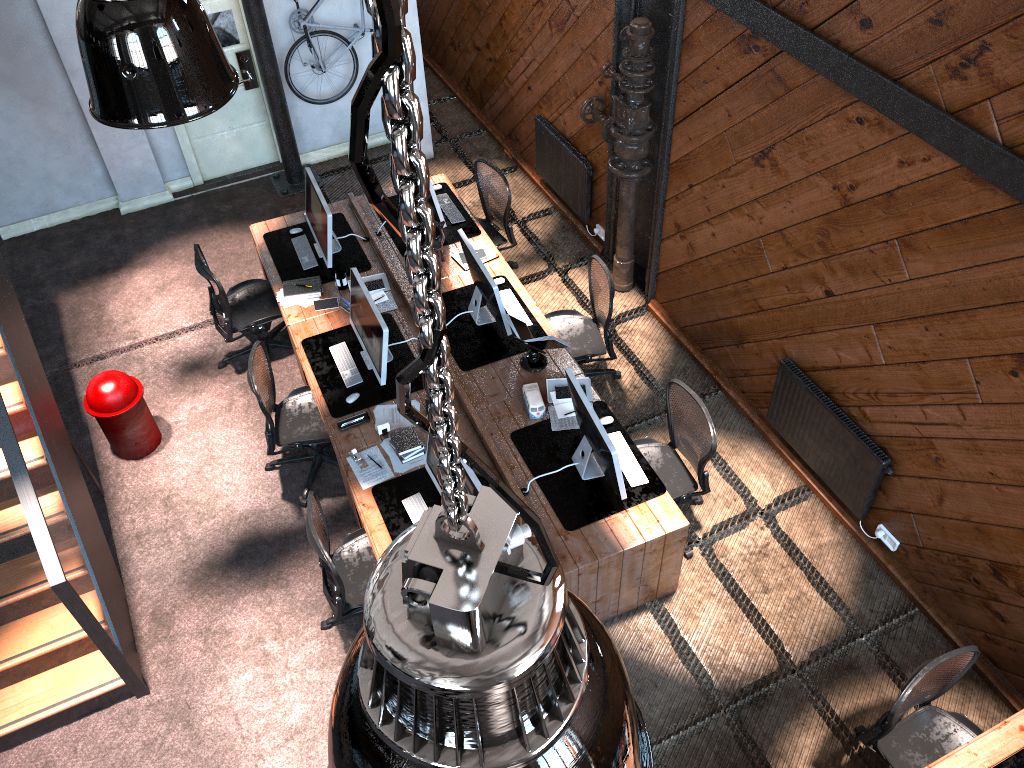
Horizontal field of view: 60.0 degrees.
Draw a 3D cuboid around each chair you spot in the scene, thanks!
[{"bbox_3d":[-0.860,1.059,5.331,0.792,1.085,0.770,-29,52,-23],"label":"chair"},{"bbox_3d":[-2.096,-0.662,7.041,0.770,1.085,0.792,33,56,29],"label":"chair"},{"bbox_3d":[-1.444,0.187,6.196,0.792,1.085,0.770,-21,49,-17],"label":"chair"},{"bbox_3d":[-0.300,-1.277,7.544,0.770,1.085,0.792,33,56,29],"label":"chair"},{"bbox_3d":[0.944,0.569,5.713,0.792,1.085,0.770,-29,52,-23],"label":"chair"},{"bbox_3d":[2.164,1.833,4.442,0.792,1.085,0.770,33,56,29],"label":"chair"},{"bbox_3d":[0.462,-0.357,6.625,0.792,1.085,0.770,-21,49,-17],"label":"chair"}]

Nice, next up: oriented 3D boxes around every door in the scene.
[{"bbox_3d":[-2.873,-3.001,8.502,1.013,2.268,0.064,-20,49,-16],"label":"door"}]

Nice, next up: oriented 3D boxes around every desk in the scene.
[{"bbox_3d":[-0.563,-0.027,6.528,1.748,0.840,4.117,-19,48,-15],"label":"desk"},{"bbox_3d":[1.400,2.945,3.583,4.117,0.840,1.748,-20,49,-16],"label":"desk"}]

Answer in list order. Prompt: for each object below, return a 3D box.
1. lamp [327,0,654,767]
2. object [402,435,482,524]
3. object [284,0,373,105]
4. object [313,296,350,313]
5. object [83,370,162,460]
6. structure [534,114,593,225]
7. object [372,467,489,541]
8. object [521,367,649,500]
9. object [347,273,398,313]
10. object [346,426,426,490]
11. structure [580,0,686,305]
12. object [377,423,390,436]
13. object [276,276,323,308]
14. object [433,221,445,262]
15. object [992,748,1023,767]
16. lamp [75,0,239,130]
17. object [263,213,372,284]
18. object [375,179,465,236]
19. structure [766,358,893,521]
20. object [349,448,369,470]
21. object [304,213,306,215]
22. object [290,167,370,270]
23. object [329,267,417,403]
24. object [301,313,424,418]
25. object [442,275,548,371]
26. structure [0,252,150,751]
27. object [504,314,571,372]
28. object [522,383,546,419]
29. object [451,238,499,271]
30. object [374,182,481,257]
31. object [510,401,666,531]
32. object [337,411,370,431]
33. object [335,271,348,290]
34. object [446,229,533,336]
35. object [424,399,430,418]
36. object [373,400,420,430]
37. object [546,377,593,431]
[{"bbox_3d":[-0.072,-0.287,0.366,0.445,2.372,0.445,15,49,16],"label":"lamp"},{"bbox_3d":[-0.294,0.575,5.097,0.610,0.573,0.714,-21,49,-17],"label":"object"},{"bbox_3d":[-1.659,-3.490,8.230,0.655,1.846,1.022,30,54,27],"label":"object"},{"bbox_3d":[-1.300,-0.594,6.592,0.347,0.083,0.129,8,47,11],"label":"object"},{"bbox_3d":[-2.858,0.204,6.495,0.414,0.707,0.414,14,48,15],"label":"object"},{"bbox_3d":[0.476,-1.980,8.227,0.073,0.628,1.064,-20,49,-16],"label":"structure"},{"bbox_3d":[-0.388,0.801,5.264,0.687,0.008,0.848,-19,48,-15],"label":"object"},{"bbox_3d":[0.516,0.331,5.296,0.663,0.578,0.811,21,51,22],"label":"object"},{"bbox_3d":[-1.059,-0.679,6.698,0.304,0.017,0.467,-15,47,-11],"label":"object"},{"bbox_3d":[-0.780,0.434,5.571,0.478,0.098,0.319,-22,49,-17],"label":"object"},{"bbox_3d":[0.940,-1.916,6.963,0.500,2.745,1.003,-16,48,-12],"label":"structure"},{"bbox_3d":[-0.824,0.293,5.710,0.076,0.102,0.034,-20,48,-16],"label":"object"},{"bbox_3d":[-1.619,-0.707,6.728,0.363,0.065,0.325,-2,46,1],"label":"object"},{"bbox_3d":[-0.591,-1.104,6.864,0.229,0.351,0.135,-22,49,-17],"label":"object"},{"bbox_3d":[2.552,1.971,3.999,0.848,0.008,0.687,-21,49,-16],"label":"object"},{"bbox_3d":[-1.100,-1.711,1.853,0.445,2.372,0.445,-4,46,-1],"label":"lamp"},{"bbox_3d":[-1.570,-1.066,7.111,0.687,0.008,0.848,-19,48,-15],"label":"object"},{"bbox_3d":[-0.697,-1.601,7.206,0.648,0.576,0.799,14,48,15],"label":"object"},{"bbox_3d":[2.075,0.380,5.886,0.073,0.628,1.064,-20,49,-16],"label":"structure"},{"bbox_3d":[-0.969,0.460,5.580,0.054,0.064,0.159,-30,52,-24],"label":"object"},{"bbox_3d":[-1.682,-1.434,7.431,0.082,0.063,0.106,26,52,25],"label":"object"},{"bbox_3d":[-1.550,-1.275,6.938,0.692,0.581,0.586,15,49,17],"label":"object"},{"bbox_3d":[-1.029,-0.316,5.989,0.654,0.576,0.735,15,49,17],"label":"object"},{"bbox_3d":[-1.042,-0.149,6.206,0.687,0.008,0.848,-19,48,-15],"label":"object"},{"bbox_3d":[-0.202,-0.462,6.465,0.687,0.008,0.848,-19,48,-15],"label":"object"},{"bbox_3d":[-3.890,-0.976,5.877,10.620,4.603,5.793,-20,49,-16],"label":"structure"},{"bbox_3d":[0.147,-0.286,6.015,0.417,0.380,0.304,28,53,26],"label":"object"},{"bbox_3d":[0.144,0.110,5.843,0.128,0.146,0.253,-10,47,-7],"label":"object"},{"bbox_3d":[-0.291,-1.020,6.971,0.316,0.060,0.229,-26,50,-21],"label":"object"},{"bbox_3d":[-0.721,-1.382,7.373,0.687,0.008,0.848,-19,48,-15],"label":"object"},{"bbox_3d":[0.461,0.484,5.526,0.687,0.008,0.848,-19,48,-15],"label":"object"},{"bbox_3d":[-1.039,0.242,5.817,0.215,0.031,0.089,-20,49,-16],"label":"object"},{"bbox_3d":[-1.299,-0.793,6.755,0.078,0.138,0.099,-8,46,-4],"label":"object"},{"bbox_3d":[-0.153,-0.699,6.316,0.642,0.578,0.772,14,48,16],"label":"object"},{"bbox_3d":[-0.503,0.084,5.740,0.165,0.320,0.178,-13,47,-10],"label":"object"},{"bbox_3d":[-0.753,0.210,5.851,0.315,0.002,0.246,-9,46,-6],"label":"object"},{"bbox_3d":[0.388,0.121,5.860,0.304,0.017,0.467,-3,46,0],"label":"object"}]
